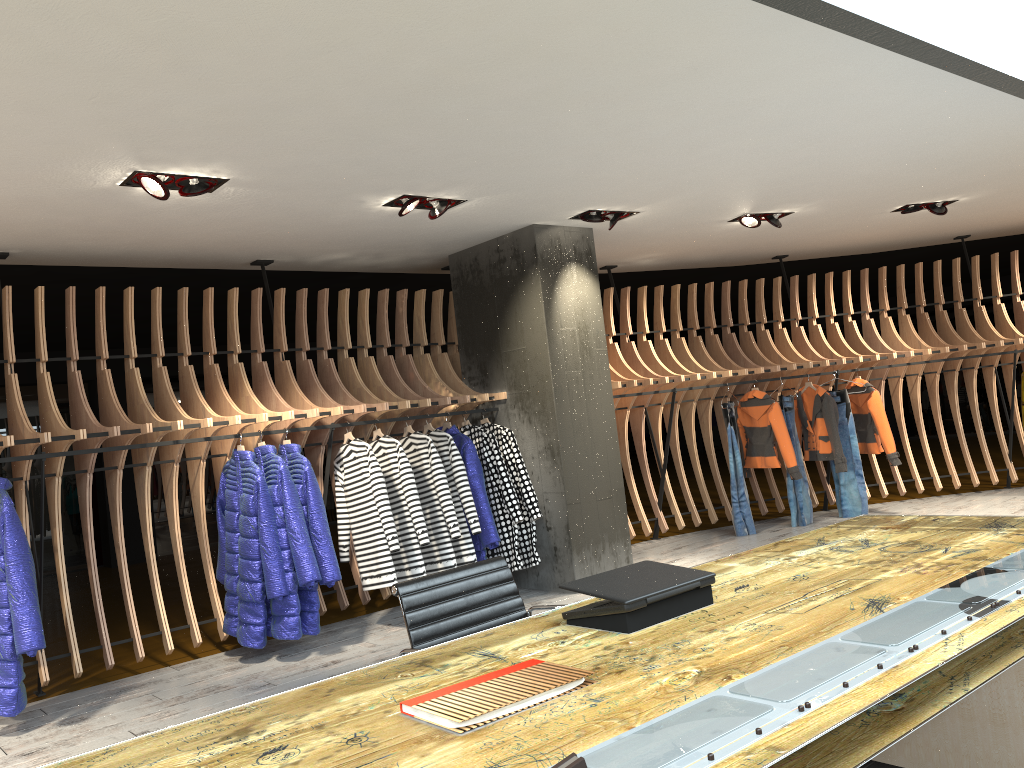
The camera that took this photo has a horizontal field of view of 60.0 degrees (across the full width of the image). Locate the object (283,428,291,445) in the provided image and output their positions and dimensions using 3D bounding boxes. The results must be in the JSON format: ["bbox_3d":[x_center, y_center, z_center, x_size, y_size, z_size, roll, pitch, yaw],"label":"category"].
[{"bbox_3d":[-1.500,0.425,5.921,0.012,0.270,0.524,-4,-4,-40],"label":"object"}]

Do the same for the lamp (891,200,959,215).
[{"bbox_3d":[3.620,-1.601,7.798,0.493,0.293,0.269,-6,-3,-8],"label":"lamp"}]

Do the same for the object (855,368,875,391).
[{"bbox_3d":[3.461,-0.027,8.859,0.012,0.270,0.524,-6,-3,-10],"label":"object"}]

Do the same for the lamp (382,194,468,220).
[{"bbox_3d":[-0.564,-1.204,5.712,0.493,0.292,0.269,-4,-4,-40],"label":"lamp"}]

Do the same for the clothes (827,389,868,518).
[{"bbox_3d":[3.304,0.752,8.777,0.308,1.423,0.200,-8,-4,22],"label":"clothes"}]

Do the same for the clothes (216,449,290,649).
[{"bbox_3d":[-1.761,1.051,5.751,0.242,1.261,0.878,-4,-4,-43],"label":"clothes"}]

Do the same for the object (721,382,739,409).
[{"bbox_3d":[2.076,0.106,8.483,0.023,0.243,0.549,-9,-3,32],"label":"object"}]

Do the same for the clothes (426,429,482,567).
[{"bbox_3d":[-0.475,0.858,6.536,0.128,1.063,0.751,-4,-4,-42],"label":"clothes"}]

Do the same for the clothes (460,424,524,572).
[{"bbox_3d":[-0.180,0.888,6.754,0.192,1.188,0.806,-4,-4,-39],"label":"clothes"}]

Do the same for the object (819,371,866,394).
[{"bbox_3d":[3.221,-0.013,8.818,0.548,0.243,0.023,-8,-3,26],"label":"object"}]

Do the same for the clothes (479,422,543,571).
[{"bbox_3d":[-0.042,0.877,6.881,0.192,1.187,0.798,-4,-4,-39],"label":"clothes"}]

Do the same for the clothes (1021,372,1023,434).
[{"bbox_3d":[5.355,0.342,8.825,0.168,1.046,0.664,-6,-3,-9],"label":"clothes"}]

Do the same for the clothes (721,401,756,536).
[{"bbox_3d":[2.168,0.869,8.444,0.200,1.423,0.309,-8,-4,27],"label":"clothes"}]

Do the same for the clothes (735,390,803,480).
[{"bbox_3d":[2.416,0.491,8.602,0.201,0.882,0.838,-5,-3,-25],"label":"clothes"}]

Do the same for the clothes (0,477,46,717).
[{"bbox_3d":[-2.777,1.123,4.798,0.246,1.240,0.884,-4,-4,-43],"label":"clothes"}]

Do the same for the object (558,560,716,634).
[{"bbox_3d":[0.354,0.584,2.464,0.373,0.111,0.261,-5,-3,-40],"label":"object"}]

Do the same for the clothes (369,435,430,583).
[{"bbox_3d":[-0.812,0.885,6.253,0.128,1.063,0.751,-4,-4,-42],"label":"clothes"}]

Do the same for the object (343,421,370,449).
[{"bbox_3d":[-1.125,0.412,6.197,0.012,0.313,0.517,-4,-4,-40],"label":"object"}]

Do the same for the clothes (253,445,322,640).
[{"bbox_3d":[-1.554,1.017,5.722,0.249,1.247,0.882,-4,-4,-43],"label":"clothes"}]

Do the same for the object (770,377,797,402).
[{"bbox_3d":[2.648,0.048,8.676,0.549,0.243,0.023,-4,-4,-43],"label":"object"}]

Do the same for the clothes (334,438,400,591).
[{"bbox_3d":[-0.993,0.900,6.101,0.128,1.063,0.751,-4,-4,-42],"label":"clothes"}]

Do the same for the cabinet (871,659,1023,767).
[{"bbox_3d":[1.462,0.975,3.084,0.594,0.631,1.130,-4,-3,-40],"label":"cabinet"}]

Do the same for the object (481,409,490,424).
[{"bbox_3d":[-0.193,0.345,6.987,0.012,0.313,0.517,-4,-4,-40],"label":"object"}]

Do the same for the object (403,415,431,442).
[{"bbox_3d":[-0.744,0.381,6.517,0.012,0.313,0.517,-4,-4,-40],"label":"object"}]

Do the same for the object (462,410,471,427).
[{"bbox_3d":[-0.334,0.359,6.863,0.012,0.316,0.516,-4,-4,-40],"label":"object"}]

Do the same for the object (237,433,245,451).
[{"bbox_3d":[-1.753,0.460,5.728,0.012,0.293,0.522,-4,-4,-40],"label":"object"}]

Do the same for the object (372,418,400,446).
[{"bbox_3d":[-0.945,0.398,6.348,0.012,0.313,0.517,-4,-4,-40],"label":"object"}]

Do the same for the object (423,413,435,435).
[{"bbox_3d":[-0.608,0.370,6.631,0.012,0.313,0.517,-4,-4,-40],"label":"object"}]

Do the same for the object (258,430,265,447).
[{"bbox_3d":[-1.625,0.443,5.793,0.012,0.291,0.522,-4,-4,-40],"label":"object"}]

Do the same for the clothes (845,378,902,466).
[{"bbox_3d":[3.521,0.374,8.859,0.201,0.882,0.838,-6,-3,-10],"label":"clothes"}]

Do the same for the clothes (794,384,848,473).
[{"bbox_3d":[2.970,0.434,8.703,0.201,0.882,0.838,-5,-3,-20],"label":"clothes"}]

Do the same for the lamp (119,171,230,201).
[{"bbox_3d":[-1.785,-1.108,4.688,0.493,0.286,0.269,-4,-4,-40],"label":"lamp"}]

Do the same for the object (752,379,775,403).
[{"bbox_3d":[2.362,0.089,8.600,0.012,0.270,0.524,-5,-3,-25],"label":"object"}]

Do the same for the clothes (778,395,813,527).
[{"bbox_3d":[2.731,0.812,8.627,0.200,1.423,0.309,-10,-4,42],"label":"clothes"}]

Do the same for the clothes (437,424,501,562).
[{"bbox_3d":[-0.391,0.927,6.762,0.246,1.240,0.884,-4,-4,-43],"label":"clothes"}]

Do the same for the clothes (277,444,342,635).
[{"bbox_3d":[-1.467,1.016,5.897,0.246,1.240,0.884,-4,-4,-43],"label":"clothes"}]

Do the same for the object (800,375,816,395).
[{"bbox_3d":[2.933,0.032,8.751,0.012,0.270,0.524,-5,-3,-20],"label":"object"}]

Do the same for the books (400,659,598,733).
[{"bbox_3d":[-0.024,0.646,1.859,0.366,0.026,0.212,-5,-3,-40],"label":"books"}]

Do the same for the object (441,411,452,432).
[{"bbox_3d":[-0.494,0.345,6.806,0.012,0.270,0.524,-4,-4,-40],"label":"object"}]

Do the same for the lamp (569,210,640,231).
[{"bbox_3d":[0.691,-1.309,6.688,0.493,0.292,0.269,-5,-3,-33],"label":"lamp"}]

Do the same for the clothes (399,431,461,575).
[{"bbox_3d":[-0.612,0.869,6.421,0.128,1.063,0.751,-4,-4,-42],"label":"clothes"}]

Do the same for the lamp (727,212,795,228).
[{"bbox_3d":[2.082,-1.437,7.441,0.493,0.296,0.269,-6,-3,-20],"label":"lamp"}]

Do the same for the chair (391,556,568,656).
[{"bbox_3d":[0.036,1.009,2.720,0.667,0.860,0.693,-9,-4,36],"label":"chair"}]
